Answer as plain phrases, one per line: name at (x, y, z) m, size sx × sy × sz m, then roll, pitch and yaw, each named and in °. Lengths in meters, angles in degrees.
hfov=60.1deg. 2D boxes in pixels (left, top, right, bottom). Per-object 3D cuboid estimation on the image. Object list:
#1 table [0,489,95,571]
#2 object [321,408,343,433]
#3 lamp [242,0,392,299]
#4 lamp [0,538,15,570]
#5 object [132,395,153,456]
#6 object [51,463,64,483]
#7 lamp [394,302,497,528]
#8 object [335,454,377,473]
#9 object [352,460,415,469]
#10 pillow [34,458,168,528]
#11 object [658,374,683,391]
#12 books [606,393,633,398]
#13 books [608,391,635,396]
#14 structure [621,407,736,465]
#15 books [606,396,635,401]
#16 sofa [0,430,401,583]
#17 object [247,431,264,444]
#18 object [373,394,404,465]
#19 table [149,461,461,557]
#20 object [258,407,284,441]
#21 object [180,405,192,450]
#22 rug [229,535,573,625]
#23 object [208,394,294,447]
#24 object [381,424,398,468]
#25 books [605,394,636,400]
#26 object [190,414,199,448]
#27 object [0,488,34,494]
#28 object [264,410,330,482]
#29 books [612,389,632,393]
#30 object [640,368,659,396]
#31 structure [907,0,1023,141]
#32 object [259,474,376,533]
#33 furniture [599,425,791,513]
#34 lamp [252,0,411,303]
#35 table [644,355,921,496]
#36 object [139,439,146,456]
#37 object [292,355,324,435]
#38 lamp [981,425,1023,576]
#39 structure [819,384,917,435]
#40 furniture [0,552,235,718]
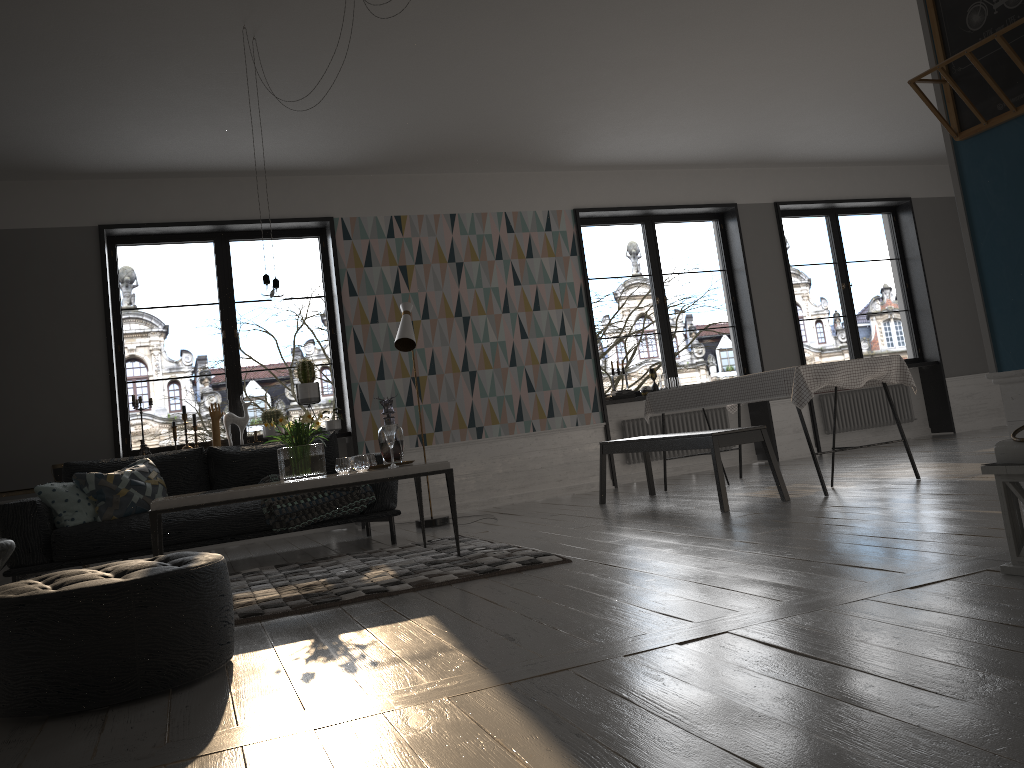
table at (-3.346, 1.055, 6.214) m, size 0.744 × 0.685 × 0.336 m, roll -6°, pitch -7°, yaw -21°
object at (-1.483, 0.307, 7.314) m, size 0.171 × 0.205 × 0.244 m, roll -6°, pitch -5°, yaw -18°
lamp at (-0.877, -1.300, 4.360) m, size 1.386 × 1.548 × 0.074 m, roll -12°, pitch -8°, yaw 38°
lamp at (-2.616, 0.967, 4.232) m, size 0.432 × 0.441 × 0.430 m, roll -8°, pitch -5°, yaw 10°
object at (-2.889, 0.323, 6.882) m, size 0.162 × 0.494 × 0.144 m, roll -9°, pitch -7°, yaw 15°
object at (-3.195, 0.648, 6.298) m, size 0.138 × 0.161 × 0.141 m, roll -9°, pitch -6°, yaw 17°
lamp at (-0.644, 0.224, 6.990) m, size 0.681 × 1.715 × 1.235 m, roll -5°, pitch -6°, yaw -22°
object at (-0.821, 0.439, 4.921) m, size 0.246 × 0.088 × 0.277 m, roll -4°, pitch -5°, yaw -43°
object at (-0.727, 0.463, 5.015) m, size 0.319 × 0.015 × 0.244 m, roll -6°, pitch -3°, yaw -21°
pillow at (-2.525, 0.674, 5.490) m, size 0.800 × 0.365 × 0.440 m, roll -4°, pitch -6°, yaw -38°
object at (1.541, -0.009, 8.558) m, size 0.268 × 0.193 × 0.152 m, roll -6°, pitch -6°, yaw -21°
books at (1.011, 0.110, 8.346) m, size 0.216 × 0.011 × 0.172 m, roll -7°, pitch -3°, yaw -15°
books at (1.033, 0.091, 8.350) m, size 0.199 × 0.022 × 0.161 m, roll -6°, pitch -3°, yaw -20°
structure at (1.628, 0.500, 8.648) m, size 1.225 × 0.431 × 0.147 m, roll -6°, pitch -7°, yaw -23°
books at (1.006, 0.140, 8.336) m, size 0.268 × 0.011 × 0.160 m, roll -6°, pitch -3°, yaw -18°
sofa at (-1.942, 0.794, 5.738) m, size 2.345 × 0.804 × 0.962 m, roll -6°, pitch -5°, yaw -21°
object at (-2.072, 0.430, 7.158) m, size 0.123 × 0.100 × 0.122 m, roll -8°, pitch -5°, yaw 2°
object at (-0.697, 0.259, 5.073) m, size 0.148 × 0.420 × 0.154 m, roll -7°, pitch -7°, yaw -1°
table at (-1.079, 0.755, 4.610) m, size 1.459 × 0.515 × 0.726 m, roll -6°, pitch -5°, yaw -21°
object at (-1.968, 0.328, 7.273) m, size 0.211 × 0.285 × 0.234 m, roll -13°, pitch -8°, yaw 43°
object at (-2.579, 0.346, 6.991) m, size 0.123 × 0.378 × 0.122 m, roll -5°, pitch -7°, yaw -16°
rug at (-1.205, 1.001, 4.355) m, size 2.531 × 0.034 × 1.755 m, roll -6°, pitch -3°, yaw -21°
object at (-2.105, 0.283, 7.181) m, size 0.663 × 0.413 × 0.133 m, roll -6°, pitch -7°, yaw -20°
object at (-0.662, 0.340, 4.849) m, size 0.082 × 0.229 × 0.166 m, roll -6°, pitch -6°, yaw -9°
books at (1.003, 0.126, 8.345) m, size 0.272 × 0.019 × 0.182 m, roll -6°, pitch -3°, yaw -21°
object at (-2.526, 0.381, 7.058) m, size 0.075 × 0.303 × 0.075 m, roll -9°, pitch -7°, yaw 10°
object at (-3.529, 0.758, 6.199) m, size 0.319 × 0.015 × 0.244 m, roll -6°, pitch -3°, yaw -21°
object at (-1.137, 0.329, 4.688) m, size 0.352 × 0.354 × 0.322 m, roll -6°, pitch -6°, yaw -18°
books at (1.035, 0.070, 8.350) m, size 0.154 × 0.017 × 0.122 m, roll -6°, pitch -3°, yaw -19°
object at (1.309, -0.017, 8.464) m, size 0.194 × 0.259 × 0.114 m, roll -6°, pitch -6°, yaw -11°
structure at (1.511, -1.243, 2.881) m, size 0.185 × 0.781 × 0.490 m, roll -5°, pitch -6°, yaw -21°
object at (-1.276, 0.728, 5.680) m, size 0.668 × 0.331 × 0.486 m, roll -6°, pitch -5°, yaw -26°
furniture at (1.124, 0.569, 5.964) m, size 0.466 × 0.459 × 1.655 m, roll -5°, pitch -4°, yaw -21°
lamp at (-0.863, -1.294, 4.497) m, size 1.386 × 1.548 × 0.074 m, roll -12°, pitch -8°, yaw 38°
table at (1.827, 0.329, 6.292) m, size 0.933 × 0.790 × 2.008 m, roll -6°, pitch -4°, yaw -21°
object at (-2.895, 0.498, 6.935) m, size 0.084 × 0.152 × 0.084 m, roll -6°, pitch -6°, yaw -17°
object at (-1.682, 0.096, 7.305) m, size 0.227 × 0.675 × 0.235 m, roll -13°, pitch -9°, yaw 40°
lamp at (1.617, 0.303, 2.600) m, size 0.287 × 0.481 × 0.284 m, roll -5°, pitch -6°, yaw -22°
structure at (3.812, 0.263, 9.481) m, size 1.225 × 0.431 × 0.147 m, roll -6°, pitch -7°, yaw -23°
furniture at (-1.248, 0.747, 2.739) m, size 0.736 × 0.359 × 0.729 m, roll -5°, pitch -5°, yaw -34°
